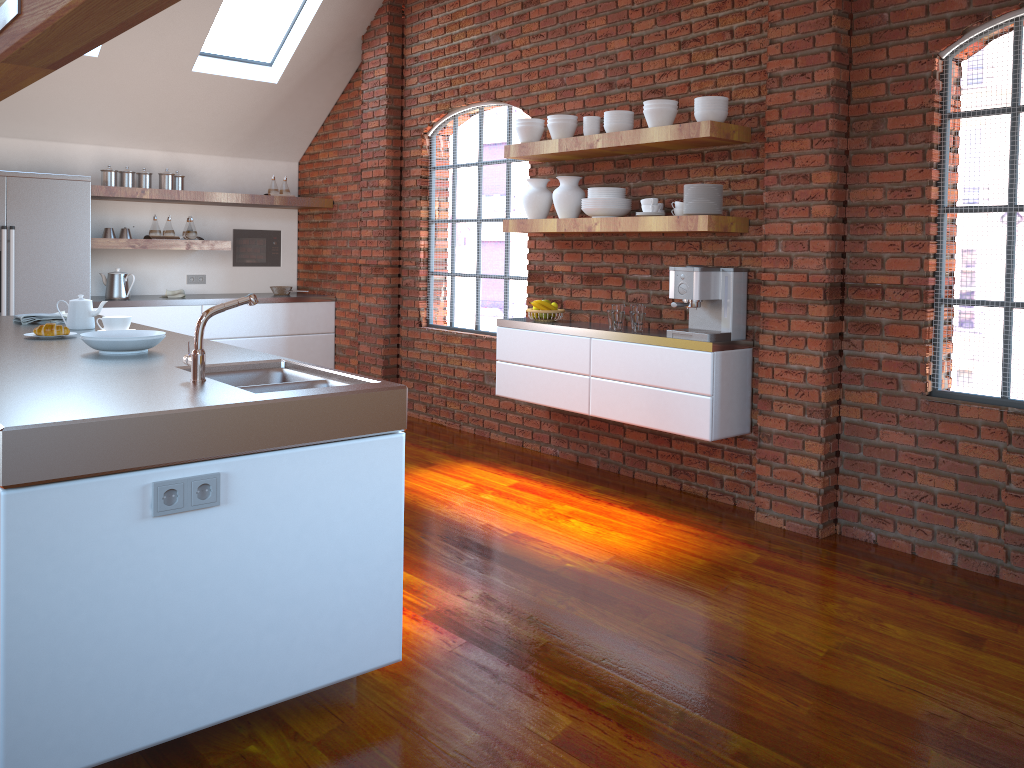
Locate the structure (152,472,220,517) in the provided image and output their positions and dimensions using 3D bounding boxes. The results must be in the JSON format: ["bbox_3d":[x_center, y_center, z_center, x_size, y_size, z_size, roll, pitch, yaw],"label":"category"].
[{"bbox_3d":[-0.782,0.261,2.107,0.160,0.080,0.033,-5,6,-40],"label":"structure"}]

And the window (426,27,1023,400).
[{"bbox_3d":[3.642,-0.731,5.231,17.510,9.864,3.637,7,5,39],"label":"window"}]

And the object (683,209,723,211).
[{"bbox_3d":[0.960,-0.866,4.425,0.194,0.014,0.196,-3,9,-24],"label":"object"}]

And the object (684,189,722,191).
[{"bbox_3d":[0.962,-0.964,4.423,0.194,0.014,0.196,-3,9,-24],"label":"object"}]

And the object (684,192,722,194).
[{"bbox_3d":[0.962,-0.949,4.423,0.194,0.014,0.196,-3,9,-24],"label":"object"}]

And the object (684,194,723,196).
[{"bbox_3d":[0.961,-0.940,4.423,0.194,0.014,0.196,-3,9,-24],"label":"object"}]

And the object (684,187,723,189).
[{"bbox_3d":[0.962,-0.977,4.422,0.194,0.014,0.196,-3,9,-24],"label":"object"}]

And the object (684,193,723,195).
[{"bbox_3d":[0.962,-0.945,4.423,0.194,0.014,0.196,-3,9,-24],"label":"object"}]

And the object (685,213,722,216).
[{"bbox_3d":[0.960,-0.848,4.426,0.194,0.014,0.196,-3,9,-24],"label":"object"}]

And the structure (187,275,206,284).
[{"bbox_3d":[-2.721,-0.901,7.572,0.160,0.080,0.033,-5,6,-40],"label":"structure"}]

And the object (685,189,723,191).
[{"bbox_3d":[0.962,-0.968,4.423,0.194,0.014,0.196,-3,9,-24],"label":"object"}]

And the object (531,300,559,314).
[{"bbox_3d":[0.202,-0.464,5.303,0.184,0.084,0.067,1,4,-3],"label":"object"}]

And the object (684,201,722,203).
[{"bbox_3d":[0.961,-0.908,4.424,0.194,0.014,0.196,-3,9,-24],"label":"object"}]

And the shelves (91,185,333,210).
[{"bbox_3d":[-2.524,-1.530,7.269,1.983,0.076,0.659,-6,11,-40],"label":"shelves"}]

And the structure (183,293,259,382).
[{"bbox_3d":[-0.852,-0.142,2.579,0.201,0.247,0.099,-3,4,-41],"label":"structure"}]

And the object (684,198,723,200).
[{"bbox_3d":[0.961,-0.922,4.424,0.194,0.014,0.196,-3,9,-24],"label":"object"}]

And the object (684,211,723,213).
[{"bbox_3d":[0.960,-0.857,4.426,0.194,0.014,0.196,-3,9,-24],"label":"object"}]

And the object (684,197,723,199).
[{"bbox_3d":[0.961,-0.927,4.424,0.194,0.014,0.196,-3,9,-24],"label":"object"}]

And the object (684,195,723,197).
[{"bbox_3d":[0.961,-0.936,4.424,0.194,0.014,0.196,-3,9,-24],"label":"object"}]

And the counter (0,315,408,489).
[{"bbox_3d":[-1.702,-0.086,3.357,1.027,0.129,3.165,-6,11,-40],"label":"counter"}]

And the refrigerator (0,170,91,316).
[{"bbox_3d":[-3.599,-0.617,6.301,0.913,1.766,0.785,-2,4,-41],"label":"refrigerator"}]

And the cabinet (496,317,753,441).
[{"bbox_3d":[0.556,-0.078,4.944,0.338,0.472,1.633,-2,8,-40],"label":"cabinet"}]

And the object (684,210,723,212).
[{"bbox_3d":[0.960,-0.862,4.425,0.194,0.014,0.196,-3,9,-24],"label":"object"}]

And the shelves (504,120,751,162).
[{"bbox_3d":[0.579,-1.338,4.911,0.338,0.076,1.546,-6,11,-40],"label":"shelves"}]

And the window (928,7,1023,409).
[{"bbox_3d":[2.242,-0.687,3.347,0.084,1.663,1.275,0,4,-41],"label":"window"}]

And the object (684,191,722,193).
[{"bbox_3d":[0.962,-0.954,4.423,0.194,0.014,0.196,-3,9,-24],"label":"object"}]

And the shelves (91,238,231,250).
[{"bbox_3d":[-2.877,-1.110,6.983,1.069,0.076,0.659,-6,11,-40],"label":"shelves"}]

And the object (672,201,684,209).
[{"bbox_3d":[0.896,-0.923,4.595,0.092,0.058,0.101,-1,7,-17],"label":"object"}]

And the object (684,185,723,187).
[{"bbox_3d":[0.962,-0.987,4.422,0.194,0.014,0.196,-3,9,-24],"label":"object"}]

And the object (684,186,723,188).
[{"bbox_3d":[0.962,-0.982,4.422,0.194,0.014,0.196,-3,9,-24],"label":"object"}]

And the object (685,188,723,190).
[{"bbox_3d":[0.962,-0.973,4.423,0.194,0.014,0.196,-3,9,-24],"label":"object"}]

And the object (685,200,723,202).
[{"bbox_3d":[0.961,-0.913,4.424,0.194,0.014,0.196,-3,9,-24],"label":"object"}]

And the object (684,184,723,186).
[{"bbox_3d":[0.962,-0.991,4.422,0.194,0.014,0.196,-3,9,-24],"label":"object"}]

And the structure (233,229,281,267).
[{"bbox_3d":[-2.291,-1.222,7.924,0.458,0.333,0.013,-4,5,-40],"label":"structure"}]

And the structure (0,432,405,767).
[{"bbox_3d":[-1.705,0.366,3.375,1.026,0.761,3.141,-4,10,-40],"label":"structure"}]

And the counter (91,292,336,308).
[{"bbox_3d":[-2.517,-0.702,7.271,1.989,0.044,0.719,-6,11,-40],"label":"counter"}]

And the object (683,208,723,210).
[{"bbox_3d":[0.960,-0.871,4.425,0.194,0.014,0.196,-3,9,-24],"label":"object"}]

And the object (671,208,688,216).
[{"bbox_3d":[0.890,-0.891,4.593,0.092,0.046,0.100,0,7,-6],"label":"object"}]

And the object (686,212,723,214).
[{"bbox_3d":[0.960,-0.853,4.426,0.194,0.014,0.196,-3,9,-24],"label":"object"}]

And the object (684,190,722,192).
[{"bbox_3d":[0.962,-0.959,4.423,0.194,0.014,0.196,-3,9,-24],"label":"object"}]

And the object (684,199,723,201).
[{"bbox_3d":[0.961,-0.918,4.424,0.194,0.014,0.196,-3,9,-24],"label":"object"}]

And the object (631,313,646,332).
[{"bbox_3d":[0.677,-0.329,4.712,0.077,0.103,0.078,-1,5,-29],"label":"object"}]

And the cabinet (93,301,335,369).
[{"bbox_3d":[-2.526,-0.272,7.284,1.989,0.813,0.715,-5,8,-40],"label":"cabinet"}]

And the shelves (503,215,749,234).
[{"bbox_3d":[0.571,-0.886,4.923,0.338,0.076,1.546,-6,11,-40],"label":"shelves"}]

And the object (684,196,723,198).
[{"bbox_3d":[0.961,-0.931,4.424,0.194,0.014,0.196,-3,9,-24],"label":"object"}]
